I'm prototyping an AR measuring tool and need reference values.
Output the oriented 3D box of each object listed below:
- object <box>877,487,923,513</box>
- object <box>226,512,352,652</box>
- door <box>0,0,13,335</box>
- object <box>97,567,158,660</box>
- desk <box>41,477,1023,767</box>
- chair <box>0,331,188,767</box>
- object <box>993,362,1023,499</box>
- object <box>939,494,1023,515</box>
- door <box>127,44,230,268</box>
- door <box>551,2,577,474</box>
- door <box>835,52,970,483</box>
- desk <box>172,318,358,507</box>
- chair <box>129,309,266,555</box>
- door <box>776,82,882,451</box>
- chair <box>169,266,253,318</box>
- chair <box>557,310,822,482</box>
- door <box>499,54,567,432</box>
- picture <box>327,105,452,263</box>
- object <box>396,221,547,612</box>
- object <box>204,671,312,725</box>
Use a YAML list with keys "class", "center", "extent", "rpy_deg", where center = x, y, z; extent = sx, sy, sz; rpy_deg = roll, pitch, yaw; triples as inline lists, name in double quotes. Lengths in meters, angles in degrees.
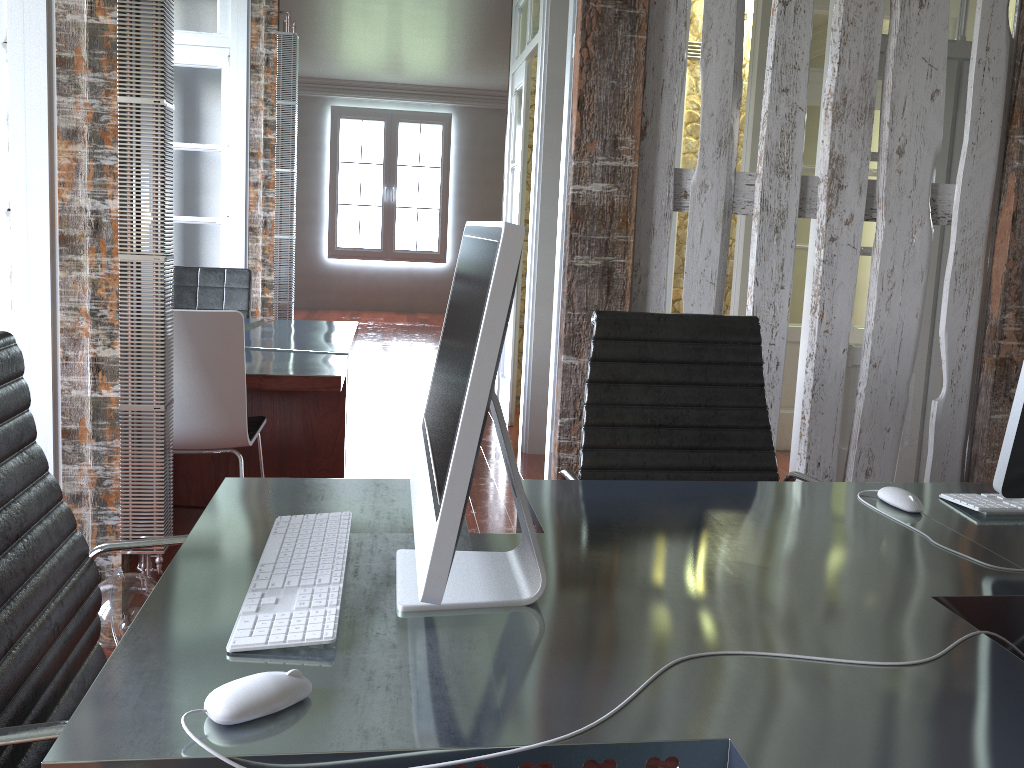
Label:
- class: "object"
  center: [0.723, 0.212, 1.643]
  extent: [0.059, 0.028, 0.107]
  rpy_deg: [1, 10, -9]
- class: "object"
  center: [-0.284, 0.249, 1.191]
  extent: [0.118, 0.017, 0.442]
  rpy_deg: [1, 10, -8]
- class: "door"
  center: [-1.809, -0.361, 2.233]
  extent: [1.160, 2.167, 0.041]
  rpy_deg: [2, 7, -8]
- class: "object"
  center: [-0.985, 0.662, 2.262]
  extent: [0.220, 0.380, 0.236]
  rpy_deg: [-2, 9, -30]
- class: "desk"
  center: [0.786, 0.675, 1.198]
  extent: [2.506, 0.723, 1.311]
  rpy_deg: [1, 9, -8]
- class: "chair"
  center: [-0.478, 0.462, 1.247]
  extent: [0.699, 1.016, 0.670]
  rpy_deg: [2, 8, -4]
- class: "object"
  center: [1.063, 0.035, 1.432]
  extent: [0.483, 0.482, 0.191]
  rpy_deg: [2, 7, -8]
- class: "object"
  center: [1.048, 0.226, 1.683]
  extent: [0.439, 0.017, 0.119]
  rpy_deg: [1, 10, -8]
- class: "door"
  center: [-2.229, -0.922, 5.291]
  extent: [1.160, 2.167, 0.041]
  rpy_deg: [2, 7, -8]
- class: "door"
  center: [0.308, -0.462, 3.365]
  extent: [0.041, 2.165, 1.065]
  rpy_deg: [2, 8, -8]
- class: "door"
  center: [2.022, -0.483, 4.226]
  extent: [1.076, 2.072, 0.041]
  rpy_deg: [2, 7, -8]
- class: "desk"
  center: [-1.453, 0.122, 3.930]
  extent: [1.445, 0.649, 1.726]
  rpy_deg: [1, 10, -8]
- class: "chair"
  center: [-1.096, 0.173, 3.015]
  extent: [0.475, 0.913, 0.606]
  rpy_deg: [2, 8, -8]
- class: "door"
  center: [1.895, -0.638, 5.064]
  extent: [1.076, 2.072, 0.041]
  rpy_deg: [2, 7, -8]
- class: "chair"
  center: [-1.620, -0.136, 4.616]
  extent: [0.475, 0.913, 0.606]
  rpy_deg: [2, 8, -8]
- class: "chair"
  center: [0.395, 0.381, 1.936]
  extent: [0.665, 1.016, 0.704]
  rpy_deg: [1, 8, -14]
- class: "door"
  center: [0.101, -0.794, 5.188]
  extent: [0.482, 2.167, 1.195]
  rpy_deg: [-2, 9, -34]
- class: "picture"
  center: [-1.620, -2.625, 11.734]
  extent: [1.579, 1.975, 0.128]
  rpy_deg: [2, 7, -8]
- class: "object"
  center: [-0.049, 0.029, 1.168]
  extent: [0.189, 0.482, 0.487]
  rpy_deg: [2, 9, -8]
- class: "object"
  center: [-0.247, 0.302, 0.867]
  extent: [0.106, 0.028, 0.059]
  rpy_deg: [-5, 12, -39]
